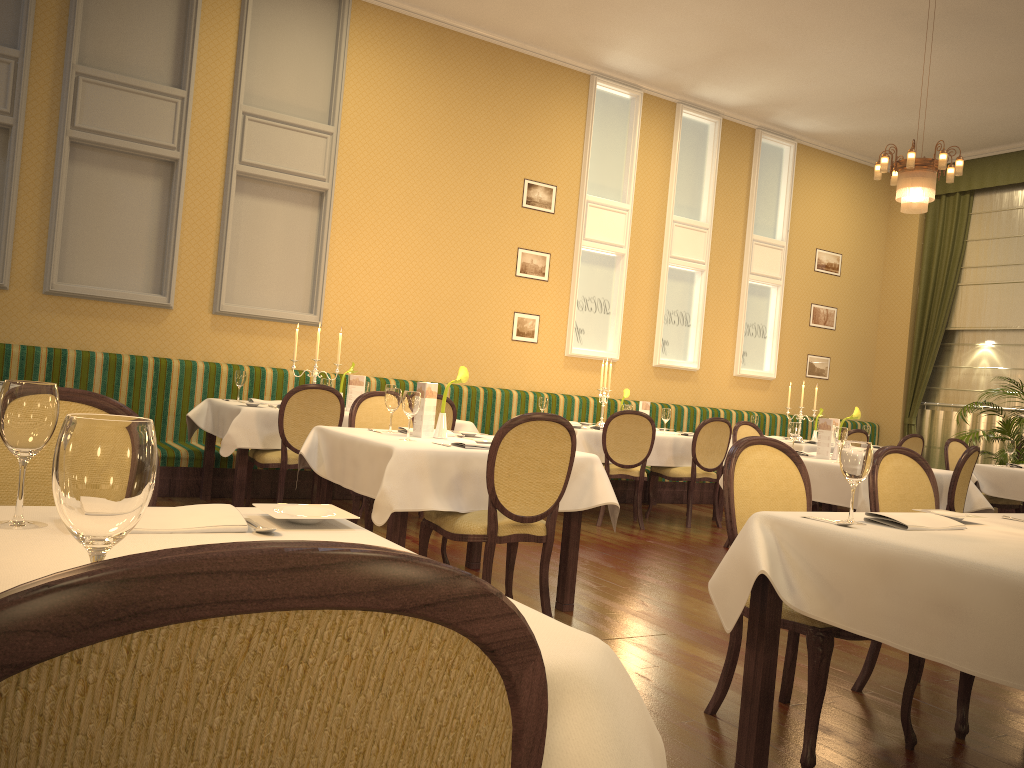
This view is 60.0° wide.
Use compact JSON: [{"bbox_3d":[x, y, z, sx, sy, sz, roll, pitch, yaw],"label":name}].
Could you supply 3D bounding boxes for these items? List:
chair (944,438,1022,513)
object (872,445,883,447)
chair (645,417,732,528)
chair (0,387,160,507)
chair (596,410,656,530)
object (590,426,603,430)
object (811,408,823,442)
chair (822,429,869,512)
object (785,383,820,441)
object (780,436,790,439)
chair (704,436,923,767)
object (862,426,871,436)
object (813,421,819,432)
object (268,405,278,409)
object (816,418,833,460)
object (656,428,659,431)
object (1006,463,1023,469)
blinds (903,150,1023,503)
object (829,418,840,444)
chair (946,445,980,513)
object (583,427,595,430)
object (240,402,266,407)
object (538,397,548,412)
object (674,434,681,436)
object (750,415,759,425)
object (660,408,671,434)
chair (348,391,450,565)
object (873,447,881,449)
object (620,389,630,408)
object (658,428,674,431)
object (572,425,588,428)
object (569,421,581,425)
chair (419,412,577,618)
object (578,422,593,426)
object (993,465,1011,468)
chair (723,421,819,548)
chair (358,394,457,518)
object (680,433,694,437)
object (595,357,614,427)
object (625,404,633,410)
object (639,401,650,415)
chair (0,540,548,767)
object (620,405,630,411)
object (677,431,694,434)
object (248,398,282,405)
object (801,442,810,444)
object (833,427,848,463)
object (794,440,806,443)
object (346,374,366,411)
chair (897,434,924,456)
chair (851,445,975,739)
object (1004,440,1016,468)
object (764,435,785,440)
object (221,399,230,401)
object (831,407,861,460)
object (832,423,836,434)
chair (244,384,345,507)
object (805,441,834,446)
[{"bbox_3d":[4.215,0.992,8.009,0.530,0.955,0.571,5,0,-31],"label":"chair"},{"bbox_3d":[3.933,0.680,9.642,0.160,0.024,0.160,5,0,-31],"label":"object"},{"bbox_3d":[1.572,0.748,7.778,0.530,0.955,0.571,5,0,-31],"label":"chair"},{"bbox_3d":[-0.915,0.495,1.772,0.530,0.955,0.571,5,0,-31],"label":"chair"},{"bbox_3d":[0.883,0.682,7.349,0.530,0.955,0.571,5,0,-6],"label":"chair"},{"bbox_3d":[0.817,0.382,7.567,0.273,0.033,0.142,5,0,-31],"label":"object"},{"bbox_3d":[3.297,0.444,9.563,0.163,0.375,0.076,5,0,-45],"label":"object"},{"bbox_3d":[3.148,0.896,8.748,0.530,0.955,0.571,5,0,-31],"label":"chair"},{"bbox_3d":[3.051,0.284,9.356,0.131,0.655,0.390,5,0,-26],"label":"object"},{"bbox_3d":[2.980,0.592,9.700,0.160,0.024,0.160,5,0,-31],"label":"object"},{"bbox_3d":[0.993,0.675,2.944,0.530,0.955,0.571,5,0,-31],"label":"chair"},{"bbox_3d":[3.704,0.554,9.281,0.088,0.229,0.088,5,0,17],"label":"object"},{"bbox_3d":[3.402,0.528,9.910,0.088,0.229,0.088,5,0,17],"label":"object"},{"bbox_3d":[-1.648,0.156,6.116,0.038,0.015,0.181,5,0,-30],"label":"object"},{"bbox_3d":[2.132,0.374,6.057,0.081,0.277,0.166,5,0,15],"label":"object"},{"bbox_3d":[1.281,0.429,8.598,0.273,0.033,0.142,5,0,-31],"label":"object"},{"bbox_3d":[4.424,0.715,7.680,0.273,0.033,0.142,5,0,-31],"label":"object"},{"bbox_3d":[5.743,-0.657,10.845,0.225,4.537,1.934,5,0,-32],"label":"blinds"},{"bbox_3d":[3.416,0.506,9.499,0.081,0.277,0.166,5,0,-15],"label":"object"},{"bbox_3d":[2.552,0.829,5.530,0.571,0.955,0.530,5,0,39],"label":"chair"},{"bbox_3d":[0.649,0.373,7.527,0.038,0.015,0.181,5,0,-30],"label":"object"},{"bbox_3d":[-1.755,0.142,5.993,0.160,0.024,0.160,5,0,-31],"label":"object"},{"bbox_3d":[0.274,0.233,7.994,0.088,0.229,0.088,5,0,17],"label":"object"},{"bbox_3d":[1.453,0.451,7.976,0.017,0.010,0.185,5,0,-31],"label":"object"},{"bbox_3d":[2.567,0.449,9.402,0.088,0.229,0.088,5,0,17],"label":"object"},{"bbox_3d":[1.375,0.334,7.942,0.088,0.229,0.088,5,0,17],"label":"object"},{"bbox_3d":[-0.659,0.531,5.014,0.530,0.955,0.571,5,0,-31],"label":"chair"},{"bbox_3d":[3.942,0.681,9.426,0.273,0.024,0.142,5,0,-31],"label":"object"},{"bbox_3d":[1.009,0.227,8.080,0.076,0.375,0.163,5,0,-10],"label":"object"},{"bbox_3d":[1.493,0.452,8.765,0.160,0.024,0.160,5,0,-31],"label":"object"},{"bbox_3d":[0.542,0.359,7.404,0.160,0.024,0.160,5,0,-31],"label":"object"},{"bbox_3d":[0.476,0.353,8.061,0.273,0.033,0.142,5,0,-31],"label":"object"},{"bbox_3d":[-0.057,0.582,3.928,0.530,0.955,0.571,5,0,-31],"label":"chair"},{"bbox_3d":[0.688,0.376,8.291,0.160,0.024,0.160,5,0,-31],"label":"object"},{"bbox_3d":[4.176,0.700,7.532,0.017,0.010,0.185,5,0,-30],"label":"object"},{"bbox_3d":[1.930,0.776,6.608,0.530,0.955,0.571,5,0,-41],"label":"chair"},{"bbox_3d":[-0.730,0.530,6.363,0.530,0.955,0.571,5,0,-31],"label":"chair"},{"bbox_3d":[1.649,0.464,8.018,0.273,0.024,0.142,5,0,-31],"label":"object"},{"bbox_3d":[0.830,0.074,7.982,0.131,0.655,0.390,5,0,-17],"label":"object"},{"bbox_3d":[1.110,0.312,8.501,0.088,0.229,0.088,5,0,11],"label":"object"},{"bbox_3d":[1.217,0.298,8.134,0.081,0.277,0.166,5,0,20],"label":"object"},{"bbox_3d":[-0.313,0.546,0.686,0.530,0.955,0.571,5,0,-31],"label":"chair"},{"bbox_3d":[0.975,0.296,7.685,0.088,0.229,0.088,5,0,17],"label":"object"},{"bbox_3d":[1.641,0.463,8.234,0.160,0.024,0.160,5,0,-31],"label":"object"},{"bbox_3d":[-1.820,0.135,6.650,0.273,0.033,0.142,5,0,-31],"label":"object"},{"bbox_3d":[2.941,0.590,8.935,0.038,0.015,0.181,5,0,-30],"label":"object"},{"bbox_3d":[2.109,0.393,5.706,0.088,0.229,0.088,5,0,11],"label":"object"},{"bbox_3d":[2.835,0.575,8.813,0.160,0.024,0.160,5,0,-31],"label":"object"},{"bbox_3d":[-1.198,0.070,6.649,0.166,0.277,0.081,5,0,30],"label":"object"},{"bbox_3d":[3.880,0.966,9.159,0.530,0.955,0.571,5,0,-31],"label":"chair"},{"bbox_3d":[1.650,0.737,3.348,0.530,0.955,0.571,5,0,-31],"label":"chair"},{"bbox_3d":[4.253,0.598,7.583,0.088,0.229,0.088,5,0,17],"label":"object"},{"bbox_3d":[2.769,0.569,9.469,0.273,0.033,0.142,5,0,-31],"label":"object"},{"bbox_3d":[-2.110,0.115,6.541,0.038,0.015,0.181,5,0,-30],"label":"object"},{"bbox_3d":[2.274,0.336,6.041,0.163,0.375,0.076,5,0,35],"label":"object"},{"bbox_3d":[3.268,0.513,9.094,0.088,0.229,0.088,5,0,17],"label":"object"},{"bbox_3d":[-1.441,0.463,5.928,0.530,0.955,0.571,5,0,-31],"label":"chair"},{"bbox_3d":[3.109,0.599,8.975,0.273,0.033,0.142,5,0,-31],"label":"object"}]
